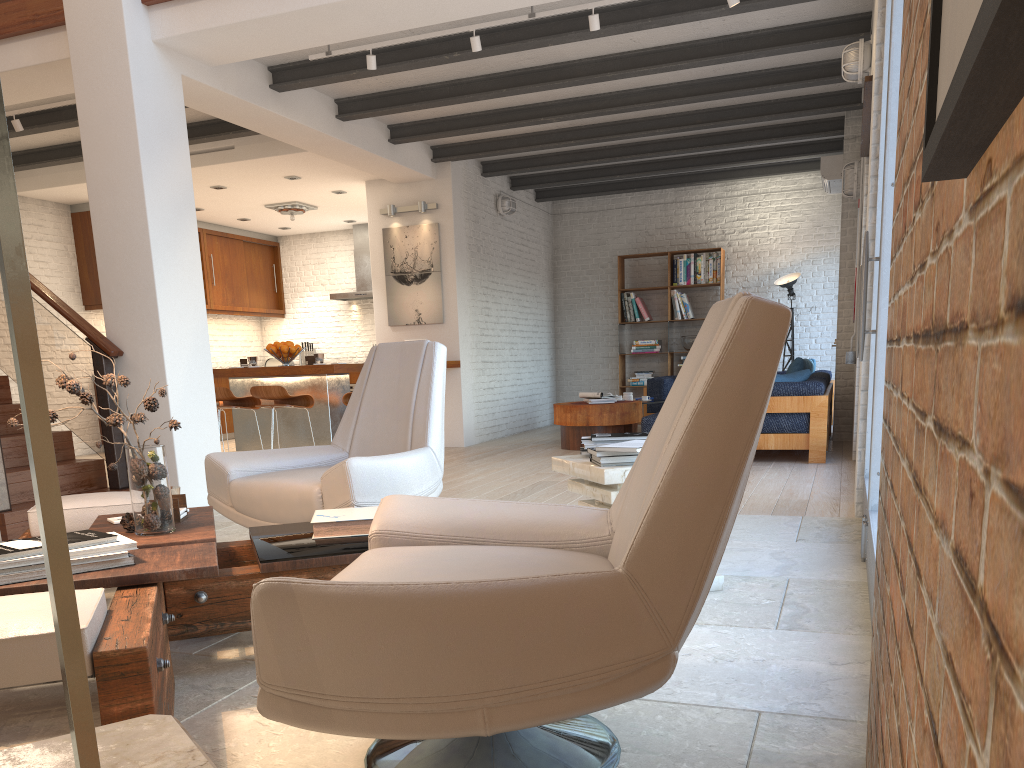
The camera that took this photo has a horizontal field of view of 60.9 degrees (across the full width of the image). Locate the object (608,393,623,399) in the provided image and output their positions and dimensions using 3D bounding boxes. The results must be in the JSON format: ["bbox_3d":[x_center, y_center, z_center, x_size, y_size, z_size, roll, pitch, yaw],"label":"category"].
[{"bbox_3d":[1.196,0.141,9.834,0.191,0.093,0.185,-5,5,-44],"label":"object"}]

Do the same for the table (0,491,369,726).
[{"bbox_3d":[-0.858,0.640,2.831,1.962,0.440,2.168,-3,2,-18],"label":"table"}]

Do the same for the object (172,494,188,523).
[{"bbox_3d":[-1.187,0.431,3.017,0.094,0.084,0.112,-3,5,-7],"label":"object"}]

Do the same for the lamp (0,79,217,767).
[{"bbox_3d":[-0.958,-0.291,1.401,0.316,2.410,2.000,-10,10,-33],"label":"lamp"}]

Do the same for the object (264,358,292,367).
[{"bbox_3d":[-3.503,-0.309,13.060,0.344,0.163,0.245,-1,5,21],"label":"object"}]

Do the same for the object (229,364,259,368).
[{"bbox_3d":[-2.372,-0.163,7.858,0.287,0.035,0.201,-2,2,21],"label":"object"}]

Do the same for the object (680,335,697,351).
[{"bbox_3d":[2.407,-0.529,11.396,0.397,0.206,0.397,-4,4,-28],"label":"object"}]

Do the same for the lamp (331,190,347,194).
[{"bbox_3d":[-1.928,-2.157,9.724,0.123,0.056,0.121,-1,3,21],"label":"lamp"}]

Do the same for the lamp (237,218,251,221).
[{"bbox_3d":[-3.454,-2.136,11.228,0.123,0.056,0.121,-1,3,21],"label":"lamp"}]

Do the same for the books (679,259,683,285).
[{"bbox_3d":[2.203,-1.432,11.253,0.055,0.338,0.248,2,9,21],"label":"books"}]

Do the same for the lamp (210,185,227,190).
[{"bbox_3d":[-3.111,-2.100,9.236,0.123,0.056,0.121,-1,3,21],"label":"lamp"}]

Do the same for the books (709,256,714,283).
[{"bbox_3d":[2.555,-1.443,11.123,0.055,0.338,0.248,2,9,21],"label":"books"}]

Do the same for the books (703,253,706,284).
[{"bbox_3d":[2.483,-1.469,11.164,0.036,0.393,0.237,2,10,21],"label":"books"}]

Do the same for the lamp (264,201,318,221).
[{"bbox_3d":[-2.642,-2.049,10.470,0.450,0.174,0.441,-1,3,21],"label":"lamp"}]

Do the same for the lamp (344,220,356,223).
[{"bbox_3d":[-2.172,-2.196,11.678,0.123,0.056,0.121,-1,3,21],"label":"lamp"}]

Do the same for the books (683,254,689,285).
[{"bbox_3d":[2.247,-1.462,11.234,0.036,0.393,0.237,2,10,21],"label":"books"}]

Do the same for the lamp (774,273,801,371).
[{"bbox_3d":[3.504,-0.432,10.613,0.506,1.894,0.843,-3,10,-7],"label":"lamp"}]

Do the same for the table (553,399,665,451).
[{"bbox_3d":[0.995,0.400,9.322,1.075,0.457,1.794,-1,3,27],"label":"table"}]

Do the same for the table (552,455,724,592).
[{"bbox_3d":[0.483,0.539,3.416,0.493,0.517,0.485,-4,7,-19],"label":"table"}]

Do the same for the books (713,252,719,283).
[{"bbox_3d":[2.601,-1.472,11.106,0.036,0.393,0.237,2,10,21],"label":"books"}]

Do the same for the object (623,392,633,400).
[{"bbox_3d":[1.229,0.146,9.246,0.107,0.111,0.106,3,8,36],"label":"object"}]

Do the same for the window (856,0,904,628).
[{"bbox_3d":[2.223,-2.536,4.510,0.646,6.553,12.071,2,5,21],"label":"window"}]

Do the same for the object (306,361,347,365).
[{"bbox_3d":[-1.655,-0.184,7.598,0.395,0.035,0.194,-2,2,24],"label":"object"}]

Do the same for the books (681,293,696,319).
[{"bbox_3d":[2.287,-1.002,11.318,0.158,0.338,0.248,2,9,21],"label":"books"}]

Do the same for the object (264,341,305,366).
[{"bbox_3d":[-2.020,-0.269,7.764,0.365,0.227,0.356,-3,4,-14],"label":"object"}]

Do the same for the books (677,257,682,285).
[{"bbox_3d":[2.172,-1.446,11.279,0.020,0.368,0.265,2,9,21],"label":"books"}]

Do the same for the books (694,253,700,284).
[{"bbox_3d":[2.371,-1.465,11.192,0.036,0.393,0.237,2,10,21],"label":"books"}]

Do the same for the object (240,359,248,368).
[{"bbox_3d":[-2.392,-0.188,7.919,0.114,0.084,0.092,0,6,21],"label":"object"}]

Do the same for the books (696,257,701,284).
[{"bbox_3d":[2.411,-1.438,11.168,0.055,0.338,0.248,2,9,21],"label":"books"}]

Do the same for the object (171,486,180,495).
[{"bbox_3d":[-1.240,0.417,3.147,0.090,0.087,0.089,-4,7,-20],"label":"object"}]

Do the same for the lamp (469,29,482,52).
[{"bbox_3d":[-0.220,-2.081,5.309,0.061,0.132,0.084,2,10,23],"label":"lamp"}]

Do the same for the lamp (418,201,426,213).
[{"bbox_3d":[-0.926,-1.821,8.978,0.078,0.107,0.079,-9,11,-41],"label":"lamp"}]

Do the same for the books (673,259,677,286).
[{"bbox_3d":[2.137,-1.431,11.297,0.055,0.338,0.248,2,9,21],"label":"books"}]

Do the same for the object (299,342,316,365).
[{"bbox_3d":[-3.028,-0.432,12.906,0.321,0.385,0.064,1,11,20],"label":"object"}]

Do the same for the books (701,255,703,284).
[{"bbox_3d":[2.452,-1.454,11.165,0.020,0.368,0.265,2,9,21],"label":"books"}]

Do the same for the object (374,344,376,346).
[{"bbox_3d":[-1.803,-0.437,12.118,0.260,0.282,0.258,4,9,42],"label":"object"}]

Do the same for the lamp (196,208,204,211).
[{"bbox_3d":[-3.767,-2.104,10.414,0.123,0.056,0.121,-1,3,21],"label":"lamp"}]

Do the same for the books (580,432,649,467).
[{"bbox_3d":[0.453,0.246,3.304,0.389,0.081,0.556,-2,2,5],"label":"books"}]

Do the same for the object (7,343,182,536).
[{"bbox_3d":[-1.284,0.177,2.725,0.541,0.623,0.308,-3,10,-8],"label":"object"}]

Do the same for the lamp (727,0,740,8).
[{"bbox_3d":[1.205,-2.122,4.767,0.087,0.132,0.058,-5,10,-19],"label":"lamp"}]

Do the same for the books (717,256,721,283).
[{"bbox_3d":[2.654,-1.446,11.109,0.055,0.338,0.248,2,9,21],"label":"books"}]

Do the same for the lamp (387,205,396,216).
[{"bbox_3d":[-1.258,-1.811,9.103,0.078,0.107,0.079,-9,11,-41],"label":"lamp"}]

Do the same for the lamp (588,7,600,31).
[{"bbox_3d":[0.476,-2.107,5.047,0.061,0.124,0.084,2,9,23],"label":"lamp"}]

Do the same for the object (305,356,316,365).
[{"bbox_3d":[-1.761,-0.206,7.676,0.093,0.084,0.112,-5,6,-24],"label":"object"}]

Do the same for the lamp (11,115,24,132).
[{"bbox_3d":[-3.768,-1.978,6.641,0.061,0.132,0.084,2,10,23],"label":"lamp"}]

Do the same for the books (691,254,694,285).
[{"bbox_3d":[2.333,-1.464,11.196,0.036,0.393,0.237,2,10,21],"label":"books"}]

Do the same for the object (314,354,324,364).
[{"bbox_3d":[-1.672,-0.219,7.561,0.091,0.087,0.089,2,8,36],"label":"object"}]

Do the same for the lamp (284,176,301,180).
[{"bbox_3d":[-2.242,-2.125,8.909,0.123,0.056,0.121,-1,3,21],"label":"lamp"}]

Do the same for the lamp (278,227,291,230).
[{"bbox_3d":[-3.141,-2.168,12.042,0.123,0.056,0.121,-1,3,21],"label":"lamp"}]

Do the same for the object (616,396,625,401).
[{"bbox_3d":[1.101,0.148,8.978,0.146,0.057,0.171,-2,2,10],"label":"object"}]

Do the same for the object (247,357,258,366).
[{"bbox_3d":[-2.316,-0.201,7.791,0.091,0.087,0.089,0,7,18],"label":"object"}]

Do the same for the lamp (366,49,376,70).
[{"bbox_3d":[-0.897,-2.061,5.561,0.059,0.132,0.084,-4,9,-9],"label":"lamp"}]

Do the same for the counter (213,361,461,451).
[{"bbox_3d":[-1.758,0.285,8.504,1.685,0.942,2.444,-1,3,21],"label":"counter"}]

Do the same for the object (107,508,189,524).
[{"bbox_3d":[-1.284,0.457,3.085,0.271,0.035,0.244,-2,2,-7],"label":"object"}]

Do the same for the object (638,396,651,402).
[{"bbox_3d":[1.419,0.162,9.375,0.155,0.058,0.264,-2,2,14],"label":"object"}]
